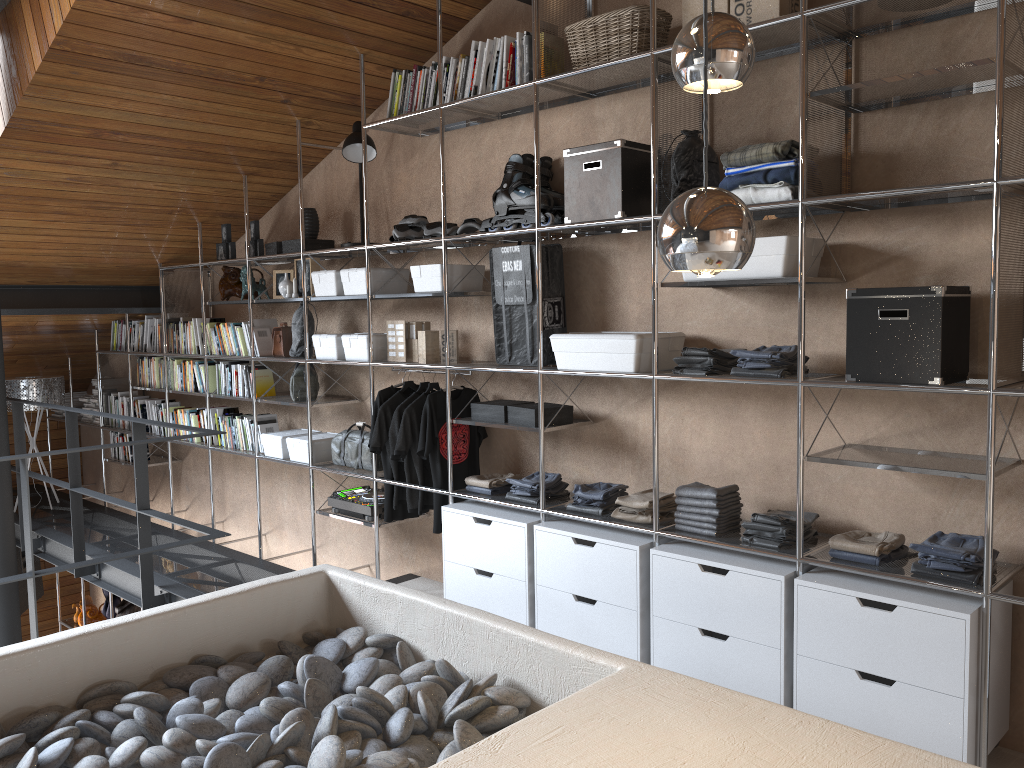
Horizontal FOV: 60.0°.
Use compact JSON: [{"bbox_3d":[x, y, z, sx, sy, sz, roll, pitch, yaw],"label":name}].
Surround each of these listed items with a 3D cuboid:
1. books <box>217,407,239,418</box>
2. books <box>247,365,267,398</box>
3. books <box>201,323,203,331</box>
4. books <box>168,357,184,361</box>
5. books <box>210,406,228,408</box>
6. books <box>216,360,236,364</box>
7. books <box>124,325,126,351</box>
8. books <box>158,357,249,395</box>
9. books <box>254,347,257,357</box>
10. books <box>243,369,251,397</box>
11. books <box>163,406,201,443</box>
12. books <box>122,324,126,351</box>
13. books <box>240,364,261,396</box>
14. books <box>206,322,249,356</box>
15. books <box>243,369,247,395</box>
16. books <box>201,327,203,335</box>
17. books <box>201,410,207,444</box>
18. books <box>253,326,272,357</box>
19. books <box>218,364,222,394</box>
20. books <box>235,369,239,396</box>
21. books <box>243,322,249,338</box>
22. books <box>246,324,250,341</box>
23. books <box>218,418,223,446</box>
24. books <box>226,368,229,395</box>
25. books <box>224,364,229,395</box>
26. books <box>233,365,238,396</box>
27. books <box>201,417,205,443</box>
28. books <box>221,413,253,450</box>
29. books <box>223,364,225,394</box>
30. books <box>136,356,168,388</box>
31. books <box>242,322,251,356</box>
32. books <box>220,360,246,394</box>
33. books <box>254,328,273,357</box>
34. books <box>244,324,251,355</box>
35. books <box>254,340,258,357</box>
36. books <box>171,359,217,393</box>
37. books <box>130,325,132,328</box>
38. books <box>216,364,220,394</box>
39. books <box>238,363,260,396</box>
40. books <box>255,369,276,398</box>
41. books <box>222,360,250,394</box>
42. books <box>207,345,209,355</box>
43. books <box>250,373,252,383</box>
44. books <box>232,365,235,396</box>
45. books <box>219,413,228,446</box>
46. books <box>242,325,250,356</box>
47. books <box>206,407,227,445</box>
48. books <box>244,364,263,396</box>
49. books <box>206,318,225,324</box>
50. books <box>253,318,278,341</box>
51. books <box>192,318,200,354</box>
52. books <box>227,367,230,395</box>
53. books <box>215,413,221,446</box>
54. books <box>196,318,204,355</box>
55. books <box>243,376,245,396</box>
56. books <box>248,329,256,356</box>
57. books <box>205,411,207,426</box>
[{"bbox_3d":[-1.813,0.271,5.697,0.053,0.232,0.148,3,6,43],"label":"books"},{"bbox_3d":[-1.536,-0.017,5.381,0.050,0.186,0.129,3,6,43],"label":"books"},{"bbox_3d":[-1.925,-0.296,5.736,0.049,0.205,0.149,3,6,43],"label":"books"},{"bbox_3d":[-2.310,-0.082,6.145,0.020,0.218,0.143,3,6,43],"label":"books"},{"bbox_3d":[-1.905,0.266,5.765,0.062,0.236,0.143,3,6,43],"label":"books"},{"bbox_3d":[-1.801,-0.049,5.701,0.010,0.207,0.207,3,6,43],"label":"books"},{"bbox_3d":[-2.795,-0.343,6.547,0.063,0.197,0.127,3,6,43],"label":"books"},{"bbox_3d":[-2.076,-0.063,5.901,1.040,0.212,0.138,3,6,44],"label":"books"},{"bbox_3d":[-1.502,-0.267,5.329,0.088,0.200,0.125,3,6,43],"label":"books"},{"bbox_3d":[-1.559,-0.009,5.418,0.053,0.167,0.148,3,6,43],"label":"books"},{"bbox_3d":[-2.193,0.268,6.017,0.467,0.211,0.139,3,6,43],"label":"books"},{"bbox_3d":[-2.808,-0.342,6.549,0.063,0.197,0.127,3,6,43],"label":"books"},{"bbox_3d":[-1.608,-0.026,5.476,0.013,0.190,0.148,3,6,43],"label":"books"},{"bbox_3d":[-1.738,-0.281,5.529,0.497,0.206,0.139,3,6,43],"label":"books"},{"bbox_3d":[-1.575,-0.009,5.422,0.046,0.167,0.130,3,6,43],"label":"books"},{"bbox_3d":[-1.936,-0.284,5.739,0.042,0.180,0.131,3,6,43],"label":"books"},{"bbox_3d":[-1.968,0.275,5.827,0.051,0.218,0.133,3,6,43],"label":"books"},{"bbox_3d":[-1.481,-0.255,5.298,0.074,0.176,0.117,3,6,43],"label":"books"},{"bbox_3d":[-1.787,-0.037,5.660,0.018,0.189,0.169,3,6,43],"label":"books"},{"bbox_3d":[-1.650,-0.013,5.507,0.019,0.161,0.143,3,6,43],"label":"books"},{"bbox_3d":[-1.535,-0.278,5.384,0.082,0.209,0.170,3,6,42],"label":"books"},{"bbox_3d":[-1.526,-0.266,5.346,0.079,0.192,0.127,3,6,43],"label":"books"},{"bbox_3d":[-1.811,0.299,5.675,0.042,0.180,0.131,3,6,43],"label":"books"},{"bbox_3d":[-1.737,-0.020,5.581,0.010,0.169,0.130,3,6,43],"label":"books"},{"bbox_3d":[-1.743,-0.033,5.610,0.021,0.187,0.161,3,6,43],"label":"books"},{"bbox_3d":[-1.660,-0.028,5.518,0.013,0.190,0.148,3,6,43],"label":"books"},{"bbox_3d":[-1.975,0.284,5.838,0.047,0.197,0.126,3,6,43],"label":"books"},{"bbox_3d":[-1.705,0.295,5.584,0.273,0.210,0.136,3,6,44],"label":"books"},{"bbox_3d":[-1.764,-0.035,5.630,0.013,0.190,0.148,3,6,43],"label":"books"},{"bbox_3d":[-2.543,-0.090,6.324,0.311,0.216,0.130,3,6,43],"label":"books"},{"bbox_3d":[-1.542,-0.278,5.390,0.084,0.209,0.164,3,6,43],"label":"books"},{"bbox_3d":[-1.768,-0.046,5.659,0.012,0.207,0.191,3,6,43],"label":"books"},{"bbox_3d":[-1.477,-0.251,5.286,0.068,0.169,0.112,3,6,43],"label":"books"},{"bbox_3d":[-1.539,-0.266,5.348,0.079,0.192,0.127,3,6,43],"label":"books"},{"bbox_3d":[-1.483,-0.275,5.325,0.092,0.215,0.161,3,6,43],"label":"books"},{"bbox_3d":[-2.074,-0.056,5.871,0.494,0.208,0.139,3,6,43],"label":"books"},{"bbox_3d":[-2.740,-0.338,6.487,0.059,0.194,0.111,3,6,43],"label":"books"},{"bbox_3d":[-1.819,-0.037,5.667,0.013,0.190,0.148,3,6,43],"label":"books"},{"bbox_3d":[-1.628,-0.030,5.500,0.023,0.195,0.146,3,6,43],"label":"books"},{"bbox_3d":[-1.504,-0.005,5.368,0.056,0.165,0.129,3,6,43],"label":"books"},{"bbox_3d":[-1.756,-0.044,5.655,0.012,0.204,0.192,3,6,43],"label":"books"},{"bbox_3d":[-1.911,-0.283,5.713,0.042,0.180,0.131,3,6,43],"label":"books"},{"bbox_3d":[-1.517,0.003,5.377,0.045,0.147,0.131,3,6,43],"label":"books"},{"bbox_3d":[-1.673,-0.028,5.523,0.013,0.190,0.148,3,6,43],"label":"books"},{"bbox_3d":[-1.796,0.288,5.672,0.047,0.201,0.137,3,6,43],"label":"books"},{"bbox_3d":[-1.561,-0.268,5.385,0.079,0.192,0.127,3,6,43],"label":"books"},{"bbox_3d":[-1.895,0.269,5.732,0.053,0.233,0.148,3,6,43],"label":"books"},{"bbox_3d":[-1.583,-0.023,5.451,0.010,0.188,0.129,3,6,43],"label":"books"},{"bbox_3d":[-1.912,-0.310,5.735,0.053,0.232,0.148,3,6,43],"label":"books"},{"bbox_3d":[-1.470,-0.288,5.329,0.082,0.209,0.177,3,6,43],"label":"books"},{"bbox_3d":[-1.995,-0.312,5.769,0.053,0.233,0.148,3,6,43],"label":"books"},{"bbox_3d":[-1.718,-0.023,5.580,0.018,0.171,0.146,3,6,43],"label":"books"},{"bbox_3d":[-1.825,0.285,5.699,0.049,0.205,0.149,3,6,43],"label":"books"},{"bbox_3d":[-1.959,-0.310,5.737,0.053,0.232,0.148,3,6,43],"label":"books"},{"bbox_3d":[-1.593,-0.001,5.456,0.009,0.143,0.128,3,6,43],"label":"books"},{"bbox_3d":[-1.516,-0.251,5.331,0.072,0.166,0.119,3,6,43],"label":"books"},{"bbox_3d":[-1.928,0.276,5.788,0.049,0.216,0.137,3,6,43],"label":"books"}]
